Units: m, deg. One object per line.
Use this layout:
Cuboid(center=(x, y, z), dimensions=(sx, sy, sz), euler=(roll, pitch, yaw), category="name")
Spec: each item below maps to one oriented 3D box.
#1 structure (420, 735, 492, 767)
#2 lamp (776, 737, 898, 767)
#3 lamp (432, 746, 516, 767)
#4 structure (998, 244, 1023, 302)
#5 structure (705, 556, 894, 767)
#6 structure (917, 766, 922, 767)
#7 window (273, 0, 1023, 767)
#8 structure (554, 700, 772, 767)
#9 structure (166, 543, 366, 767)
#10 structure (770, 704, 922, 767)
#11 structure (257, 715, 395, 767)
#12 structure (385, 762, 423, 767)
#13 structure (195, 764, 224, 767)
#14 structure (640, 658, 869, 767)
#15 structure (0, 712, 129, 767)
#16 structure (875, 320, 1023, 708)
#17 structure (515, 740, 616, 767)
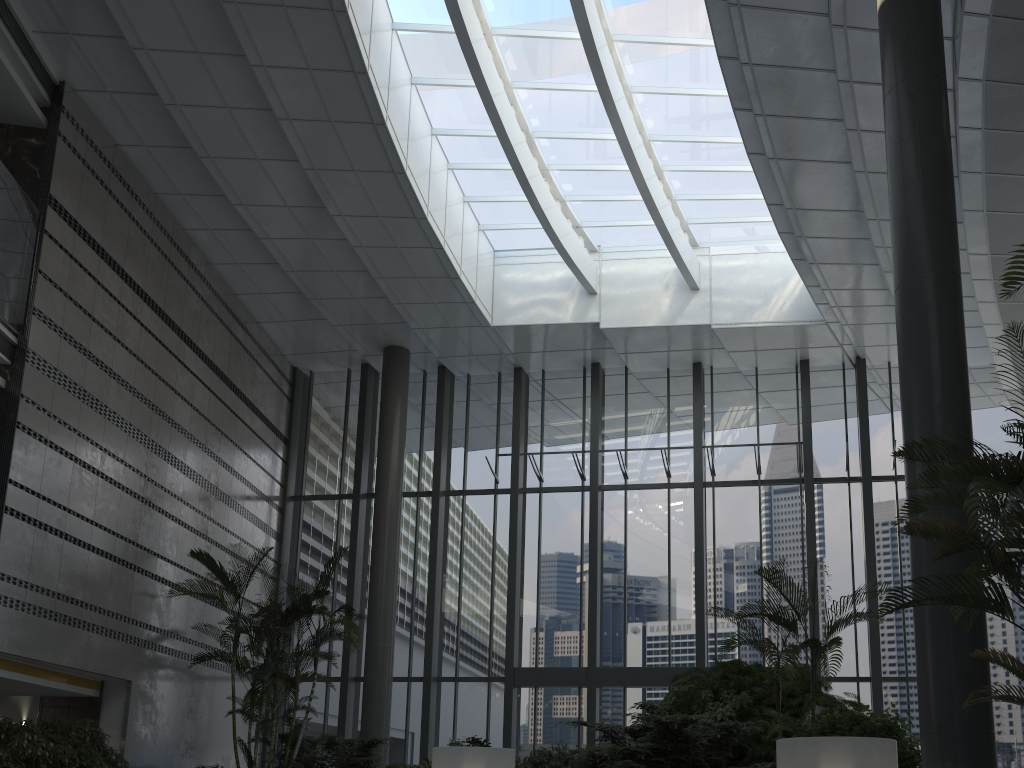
Cuboid(center=(-0.695, 5.390, 10.811), dimensions=(1.245, 1.841, 1.477), euler=(-9, -20, 33), category="structure")
Cuboid(center=(2.341, 3.376, 6.119), dimensions=(0.873, 1.566, 0.861), euler=(10, -17, -29), category="lamp")
Cuboid(center=(-0.406, 4.464, 8.532), dimensions=(0.831, 1.566, 0.903), euler=(-6, -16, 26), category="lamp")
Cuboid(center=(3.210, 0.367, 2.905), dimensions=(2.466, 4.363, 2.680), euler=(4, -15, -9), category="structure")
Cuboid(center=(2.495, 3.082, 7.393), dimensions=(1.421, 3.243, 1.292), euler=(3, -13, -6), category="structure")
Cuboid(center=(3.973, 4.486, 8.331), dimensions=(1.485, 1.504, 1.662), euler=(9, -20, -22), category="structure")
Cuboid(center=(-0.557, -0.334, 7.341), dimensions=(13.520, 9.355, 20.221), euler=(-7, -24, 21), category="window")
Cuboid(center=(1.519, 4.423, 9.072), dimensions=(2.239, 2.176, 2.513), euler=(3, -19, -4), category="structure")
Cuboid(center=(-3.269, 4.310, 11.507), dimensions=(2.509, 4.363, 2.628), euler=(-2, -15, 15), category="structure")
Cuboid(center=(3.092, 3.951, 7.784), dimensions=(1.664, 1.991, 1.595), euler=(15, -21, -37), category="structure")
Cuboid(center=(-2.644, 5.868, 12.266), dimensions=(1.878, 2.146, 1.988), euler=(4, -18, -6), category="structure")
Cuboid(center=(-1.418, 5.810, 11.356), dimensions=(1.485, 1.504, 1.662), euler=(9, -20, -22), category="structure")
Cuboid(center=(-4.120, 6.026, 11.854), dimensions=(1.478, 1.446, 1.151), euler=(16, -22, -37), category="structure")
Cuboid(center=(2.835, 4.829, 10.552), dimensions=(3.748, 2.766, 3.441), euler=(-6, -21, 20), category="structure")
Cuboid(center=(-4.917, 4.398, 8.919), dimensions=(1.641, 1.845, 2.169), euler=(-12, -24, 37), category="structure")
Cuboid(center=(2.955, 1.618, 4.563), dimensions=(1.661, 3.493, 2.174), euler=(3, -15, -6), category="structure")
Cuboid(center=(0.649, 5.399, 10.700), dimensions=(2.032, 1.769, 1.753), euler=(-15, -24, 39), category="structure")
